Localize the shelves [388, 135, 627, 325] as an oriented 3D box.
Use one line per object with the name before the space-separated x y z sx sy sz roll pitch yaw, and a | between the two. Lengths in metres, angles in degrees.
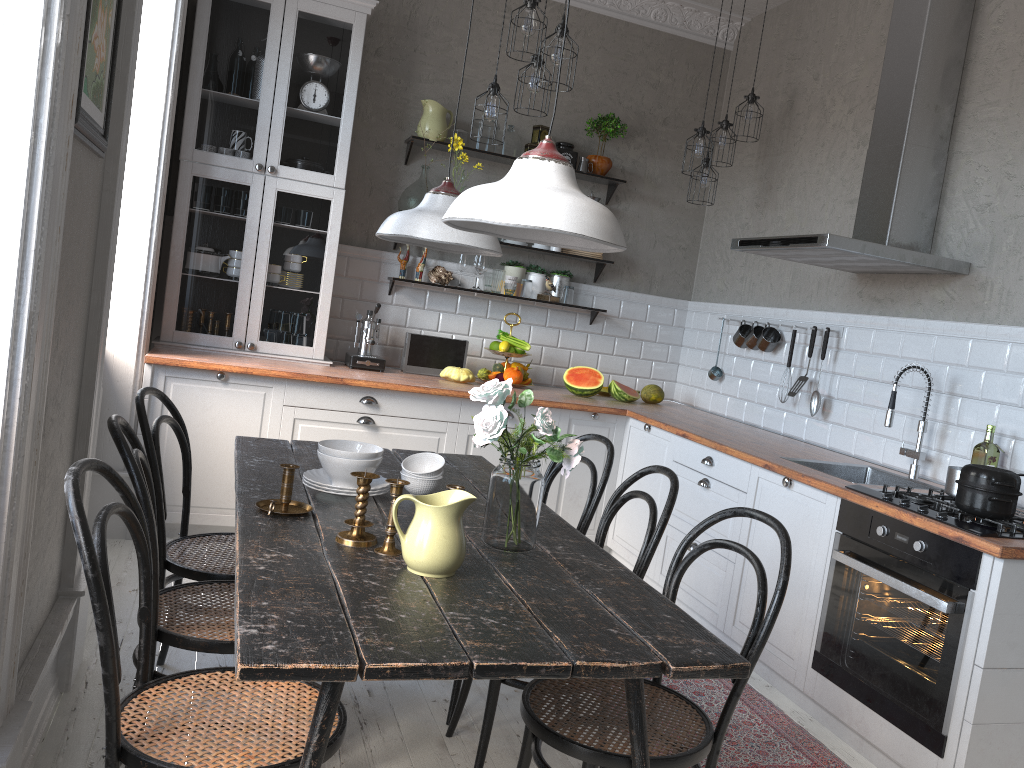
shelves | -0.029 -0.858 5.254 1.335 0.923 0.225 7 5 -20

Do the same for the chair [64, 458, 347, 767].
chair | -0.595 0.626 1.712 0.554 0.920 0.434 7 5 -12

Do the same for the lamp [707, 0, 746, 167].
lamp | 1.304 -2.106 4.979 0.144 1.734 0.149 10 5 23

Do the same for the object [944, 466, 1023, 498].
object | 1.657 0.342 3.045 0.300 0.134 0.176 10 5 15

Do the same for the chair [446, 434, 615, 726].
chair | 0.006 0.606 2.976 0.557 0.920 0.431 6 5 -22

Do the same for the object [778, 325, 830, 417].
object | 1.451 -0.075 4.423 0.082 0.442 0.325 7 5 -18

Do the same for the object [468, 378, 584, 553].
object | 0.020 0.193 2.141 0.316 0.414 0.248 7 5 -21

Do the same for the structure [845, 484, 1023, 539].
structure | 1.488 0.411 2.905 0.503 0.031 0.598 7 5 -19

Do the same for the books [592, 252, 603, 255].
books | 0.416 -0.817 5.423 0.263 0.016 0.156 8 5 -11

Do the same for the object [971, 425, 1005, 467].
object | 1.784 0.295 3.315 0.091 0.282 0.080 7 5 -19

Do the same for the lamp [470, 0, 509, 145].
lamp | 0.015 -1.903 3.758 0.144 1.734 0.150 12 6 38

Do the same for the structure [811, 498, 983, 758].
structure | 1.462 0.774 2.938 0.627 0.623 0.614 7 5 -19

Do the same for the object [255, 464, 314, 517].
object | -0.556 0.257 2.186 0.142 0.112 0.137 5 6 -36

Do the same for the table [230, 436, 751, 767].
table | -0.311 0.704 2.384 0.917 0.734 1.894 7 5 -18

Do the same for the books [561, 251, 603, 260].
books | 0.411 -0.784 5.425 0.264 0.011 0.156 7 5 -17

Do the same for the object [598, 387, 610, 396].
object | 0.565 0.040 5.428 0.201 0.067 0.102 7 5 -13

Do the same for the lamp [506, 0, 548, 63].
lamp | 0.174 -2.210 3.606 0.149 1.734 0.144 5 5 -32

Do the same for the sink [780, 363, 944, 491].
sink | 1.447 0.256 3.550 0.535 0.720 0.479 7 5 -19

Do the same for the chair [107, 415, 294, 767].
chair | -0.762 0.556 2.230 0.557 0.920 0.431 6 5 -22

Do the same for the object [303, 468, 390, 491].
object | -0.459 0.273 2.461 0.237 0.027 0.238 9 5 4

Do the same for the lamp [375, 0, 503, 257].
lamp | -0.083 -1.322 2.567 0.383 1.857 0.376 7 5 -12

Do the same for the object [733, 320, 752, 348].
object | 1.318 -0.281 5.007 0.109 0.161 0.136 8 5 -7

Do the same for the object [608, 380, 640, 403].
object | 0.668 0.047 5.180 0.229 0.127 0.145 5 6 -36

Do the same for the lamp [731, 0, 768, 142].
lamp | 1.411 -2.206 4.824 0.143 1.734 0.150 12 6 43

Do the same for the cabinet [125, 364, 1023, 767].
cabinet | 0.418 0.601 4.076 4.126 0.854 2.022 11 5 26

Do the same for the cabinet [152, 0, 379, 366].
cabinet | -1.290 -1.085 4.637 0.891 1.920 0.382 7 5 -20

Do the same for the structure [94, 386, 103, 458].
structure | -1.702 0.258 3.344 0.151 0.428 1.206 7 5 -20

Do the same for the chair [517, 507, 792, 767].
chair | 0.291 0.731 2.020 0.557 0.920 0.431 6 5 -22

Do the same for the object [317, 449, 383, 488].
object | -0.454 0.238 2.458 0.183 0.094 0.176 6 5 -28

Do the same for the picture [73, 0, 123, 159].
picture | -0.974 -0.877 2.106 0.020 0.619 0.514 7 5 -18

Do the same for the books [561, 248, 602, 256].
books | 0.414 -0.806 5.423 0.262 0.016 0.157 8 5 -7

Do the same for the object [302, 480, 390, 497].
object | -0.462 0.291 2.463 0.238 0.027 0.237 8 5 -1

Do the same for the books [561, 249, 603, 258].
books | 0.413 -0.796 5.424 0.264 0.011 0.156 7 5 -14

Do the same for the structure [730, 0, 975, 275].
structure | 1.558 -1.319 3.803 0.722 1.595 0.702 7 5 -19

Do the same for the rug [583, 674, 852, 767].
rug | 0.625 1.134 3.209 0.746 0.014 1.272 7 5 -18

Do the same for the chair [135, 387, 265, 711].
chair | -0.887 0.497 2.690 0.552 0.920 0.436 8 5 -7

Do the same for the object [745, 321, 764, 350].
object | 1.356 -0.265 4.887 0.110 0.161 0.135 7 5 -17

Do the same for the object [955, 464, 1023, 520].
object | 1.471 0.333 2.738 0.194 0.147 0.189 4 6 -39

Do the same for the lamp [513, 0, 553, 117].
lamp | 0.205 -2.039 3.803 0.149 1.734 0.144 5 5 -32

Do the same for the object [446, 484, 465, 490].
object | -0.137 0.310 1.974 0.059 0.167 0.059 8 5 -6

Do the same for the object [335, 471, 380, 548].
object | -0.342 0.274 2.011 0.098 0.172 0.094 5 6 -38

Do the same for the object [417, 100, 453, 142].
object | -0.433 -1.465 4.976 0.191 0.216 0.172 8 5 -5

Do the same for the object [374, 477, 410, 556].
object | -0.263 0.290 1.964 0.062 0.172 0.062 8 5 2

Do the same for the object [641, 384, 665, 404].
object | 0.854 0.061 5.378 0.129 0.119 0.208 12 6 34

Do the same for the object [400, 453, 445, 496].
object | -0.262 0.264 2.574 0.125 0.119 0.127 8 5 -3

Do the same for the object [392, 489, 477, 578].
object | -0.164 0.313 1.877 0.133 0.169 0.152 11 6 32

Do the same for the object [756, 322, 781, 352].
object | 1.384 -0.250 4.765 0.108 0.161 0.136 8 5 -2

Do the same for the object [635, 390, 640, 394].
object | 0.706 0.063 5.379 0.118 0.073 0.204 12 6 34

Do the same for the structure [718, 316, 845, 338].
structure | 1.412 -0.320 4.791 0.096 0.053 1.071 7 5 -18

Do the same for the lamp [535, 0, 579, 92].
lamp | 0.292 -2.051 3.501 0.144 1.734 0.149 11 5 28

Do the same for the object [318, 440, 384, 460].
object | -0.451 0.218 2.457 0.183 0.094 0.176 6 5 -28

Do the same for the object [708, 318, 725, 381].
object | 1.231 -0.206 5.261 0.078 0.378 0.081 7 5 -19

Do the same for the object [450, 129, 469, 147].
object | -0.306 -1.402 5.090 0.104 0.111 0.102 7 5 -19

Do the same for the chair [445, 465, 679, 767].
chair | 0.130 0.664 2.518 0.554 0.920 0.434 7 5 -12

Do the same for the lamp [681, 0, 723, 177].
lamp | 1.105 -1.978 4.673 0.145 1.734 0.148 9 5 13

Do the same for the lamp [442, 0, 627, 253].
lamp | 0.178 -1.211 1.732 0.375 1.857 0.384 10 5 18

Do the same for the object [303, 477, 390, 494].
object | -0.461 0.282 2.462 0.232 0.027 0.242 12 6 39

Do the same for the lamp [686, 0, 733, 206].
lamp | 1.170 -1.859 4.853 0.143 1.734 0.150 12 6 43
